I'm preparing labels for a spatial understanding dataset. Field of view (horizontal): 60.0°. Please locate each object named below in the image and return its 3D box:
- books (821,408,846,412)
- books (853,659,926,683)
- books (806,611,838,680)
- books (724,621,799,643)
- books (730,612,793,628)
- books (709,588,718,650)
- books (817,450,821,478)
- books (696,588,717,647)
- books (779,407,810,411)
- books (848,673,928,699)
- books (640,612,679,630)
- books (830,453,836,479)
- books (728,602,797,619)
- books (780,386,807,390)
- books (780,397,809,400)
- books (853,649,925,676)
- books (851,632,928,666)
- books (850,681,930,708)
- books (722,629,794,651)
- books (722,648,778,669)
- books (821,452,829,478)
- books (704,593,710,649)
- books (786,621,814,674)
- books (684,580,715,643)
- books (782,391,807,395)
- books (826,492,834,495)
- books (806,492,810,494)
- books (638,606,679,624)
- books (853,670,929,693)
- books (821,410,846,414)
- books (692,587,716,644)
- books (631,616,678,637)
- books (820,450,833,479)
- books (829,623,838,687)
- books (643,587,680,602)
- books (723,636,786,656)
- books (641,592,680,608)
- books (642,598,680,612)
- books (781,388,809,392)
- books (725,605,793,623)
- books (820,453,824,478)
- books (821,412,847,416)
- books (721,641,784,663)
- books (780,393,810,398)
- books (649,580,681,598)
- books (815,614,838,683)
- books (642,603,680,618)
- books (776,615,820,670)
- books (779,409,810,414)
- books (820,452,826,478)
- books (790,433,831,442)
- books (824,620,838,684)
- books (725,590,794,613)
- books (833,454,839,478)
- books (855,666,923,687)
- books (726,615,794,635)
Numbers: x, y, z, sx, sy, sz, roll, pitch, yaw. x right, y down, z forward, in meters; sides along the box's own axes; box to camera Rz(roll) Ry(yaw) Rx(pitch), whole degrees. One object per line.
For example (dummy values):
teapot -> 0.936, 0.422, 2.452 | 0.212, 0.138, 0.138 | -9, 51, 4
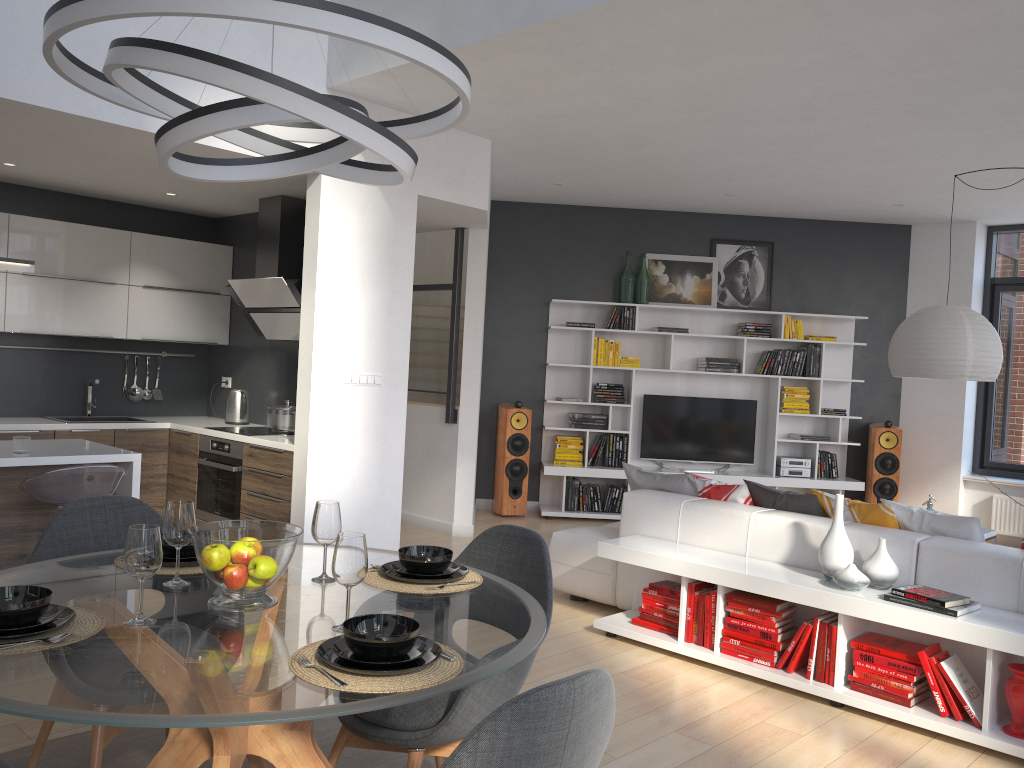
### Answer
books -> 3.080, 0.248, 8.527 | 0.213, 0.023, 0.161 | 3, 1, 2
books -> 1.641, 1.217, 3.820 | 0.191, 0.027, 0.261 | 2, 2, -43
books -> 1.403, 1.183, 4.017 | 0.046, 0.282, 0.199 | 4, 2, 43
books -> 1.198, 1.173, 4.262 | 0.279, 0.039, 0.206 | 4, 2, 44
books -> 1.192, 1.114, 4.241 | 0.236, 0.023, 0.178 | 4, 2, 43
books -> 1.048, 1.150, 4.382 | 0.049, 0.291, 0.214 | 4, 2, 43
books -> 2.920, 0.760, 8.542 | 0.053, 0.268, 0.202 | 3, 1, -2
books -> 0.998, 1.162, 4.436 | 0.034, 0.259, 0.207 | 4, 2, 43
books -> 2.709, 0.238, 8.550 | 0.257, 0.024, 0.203 | 3, 1, 1
books -> 1.623, 1.290, 3.831 | 0.187, 0.026, 0.266 | 2, 2, -41
books -> 0.835, 1.229, 4.647 | 0.206, 0.034, 0.259 | 2, 2, -44
books -> 3.057, 0.781, 8.531 | 0.066, 0.242, 0.177 | 3, 1, -2
books -> 1.196, 1.066, 4.240 | 0.266, 0.026, 0.187 | 4, 1, 38
books -> 2.722, 0.038, 8.581 | 0.223, 0.023, 0.163 | 3, 1, 2
books -> 2.715, 0.138, 8.564 | 0.239, 0.019, 0.171 | 3, 1, -2
books -> 1.653, 1.184, 3.833 | 0.279, 0.039, 0.206 | 4, 2, 42
books -> 1.667, 1.149, 3.854 | 0.301, 0.032, 0.227 | 4, 2, 43
books -> 1.633, 1.320, 3.831 | 0.206, 0.034, 0.259 | 2, 2, -44
books -> 1.200, 1.208, 4.257 | 0.301, 0.032, 0.227 | 4, 2, 43
books -> 1.177, 1.291, 4.246 | 0.274, 0.029, 0.200 | 4, 2, 43
books -> 2.998, 0.777, 8.526 | 0.050, 0.242, 0.169 | 3, 1, -2
books -> 1.019, 1.163, 4.402 | 0.042, 0.259, 0.195 | 4, 2, 43
books -> 1.356, 1.195, 4.060 | 0.115, 0.245, 0.192 | 4, 2, 43
books -> 0.947, 1.142, 4.480 | 0.036, 0.294, 0.208 | 4, 2, 43
books -> 2.722, 0.085, 8.563 | 0.227, 0.022, 0.160 | 3, 1, 14
books -> 3.047, 1.186, 8.489 | 0.025, 0.270, 0.213 | 3, 1, -2
books -> 2.846, 1.181, 8.471 | 0.015, 0.263, 0.199 | 3, 1, -2
books -> 0.825, 1.199, 4.647 | 0.187, 0.026, 0.266 | 2, 2, -41
books -> 1.636, 1.265, 3.828 | 0.257, 0.025, 0.182 | 4, 2, 43
books -> 3.077, 0.268, 8.512 | 0.198, 0.015, 0.142 | 3, 1, -3
books -> 0.973, 1.161, 4.458 | 0.031, 0.255, 0.181 | 4, 2, 43
books -> 0.816, 1.261, 4.653 | 0.301, 0.032, 0.227 | 4, 2, 43
books -> 3.027, 0.773, 8.538 | 0.066, 0.255, 0.193 | 3, 1, -2
books -> 1.467, 1.192, 3.945 | 0.028, 0.269, 0.181 | 4, 2, 43
books -> 0.843, 1.096, 4.647 | 0.254, 0.025, 0.178 | 4, 2, 43
books -> 1.171, 1.235, 4.234 | 0.266, 0.026, 0.187 | 4, 2, 43
books -> 0.840, 1.121, 4.644 | 0.269, 0.028, 0.179 | 4, 2, 45
books -> 0.848, 1.149, 4.659 | 0.261, 0.028, 0.191 | 4, 2, 43
books -> 2.731, 0.062, 8.559 | 0.223, 0.023, 0.163 | 3, 1, 2
books -> 1.186, 1.090, 4.259 | 0.257, 0.025, 0.182 | 4, 2, 43
books -> 2.951, 0.777, 8.539 | 0.053, 0.240, 0.189 | 3, 1, -1
books -> 3.077, 0.287, 8.510 | 0.213, 0.023, 0.161 | 3, 1, 2
books -> 1.169, 1.262, 4.231 | 0.282, 0.030, 0.188 | 4, 2, 45
books -> 2.727, 0.113, 8.561 | 0.239, 0.033, 0.176 | 3, 1, 1
books -> 0.843, 1.069, 4.635 | 0.152, 0.029, 0.206 | 2, 1, -41
books -> 1.442, 1.189, 4.003 | 0.038, 0.270, 0.215 | 4, 2, 43
books -> 0.838, 1.174, 4.644 | 0.257, 0.025, 0.182 | 4, 2, 43
books -> 1.331, 1.192, 4.094 | 0.144, 0.247, 0.188 | 4, 2, 44
books -> 2.711, 0.264, 8.542 | 0.257, 0.028, 0.194 | 3, 1, 3
books -> 2.975, 0.779, 8.533 | 0.049, 0.236, 0.170 | 3, 1, -1
books -> 2.871, 0.514, 8.555 | 0.310, 0.047, 0.250 | 3, 1, -6
books -> 1.457, 1.194, 3.975 | 0.028, 0.266, 0.188 | 4, 2, 43
books -> 1.190, 1.035, 4.258 | 0.259, 0.034, 0.206 | 4, 1, 40
books -> 3.089, 0.785, 8.564 | 0.077, 0.233, 0.179 | 3, 1, -2
books -> 1.630, 1.242, 3.823 | 0.236, 0.023, 0.178 | 4, 2, 43
books -> 1.187, 1.139, 4.251 | 0.261, 0.027, 0.191 | 4, 1, 39
